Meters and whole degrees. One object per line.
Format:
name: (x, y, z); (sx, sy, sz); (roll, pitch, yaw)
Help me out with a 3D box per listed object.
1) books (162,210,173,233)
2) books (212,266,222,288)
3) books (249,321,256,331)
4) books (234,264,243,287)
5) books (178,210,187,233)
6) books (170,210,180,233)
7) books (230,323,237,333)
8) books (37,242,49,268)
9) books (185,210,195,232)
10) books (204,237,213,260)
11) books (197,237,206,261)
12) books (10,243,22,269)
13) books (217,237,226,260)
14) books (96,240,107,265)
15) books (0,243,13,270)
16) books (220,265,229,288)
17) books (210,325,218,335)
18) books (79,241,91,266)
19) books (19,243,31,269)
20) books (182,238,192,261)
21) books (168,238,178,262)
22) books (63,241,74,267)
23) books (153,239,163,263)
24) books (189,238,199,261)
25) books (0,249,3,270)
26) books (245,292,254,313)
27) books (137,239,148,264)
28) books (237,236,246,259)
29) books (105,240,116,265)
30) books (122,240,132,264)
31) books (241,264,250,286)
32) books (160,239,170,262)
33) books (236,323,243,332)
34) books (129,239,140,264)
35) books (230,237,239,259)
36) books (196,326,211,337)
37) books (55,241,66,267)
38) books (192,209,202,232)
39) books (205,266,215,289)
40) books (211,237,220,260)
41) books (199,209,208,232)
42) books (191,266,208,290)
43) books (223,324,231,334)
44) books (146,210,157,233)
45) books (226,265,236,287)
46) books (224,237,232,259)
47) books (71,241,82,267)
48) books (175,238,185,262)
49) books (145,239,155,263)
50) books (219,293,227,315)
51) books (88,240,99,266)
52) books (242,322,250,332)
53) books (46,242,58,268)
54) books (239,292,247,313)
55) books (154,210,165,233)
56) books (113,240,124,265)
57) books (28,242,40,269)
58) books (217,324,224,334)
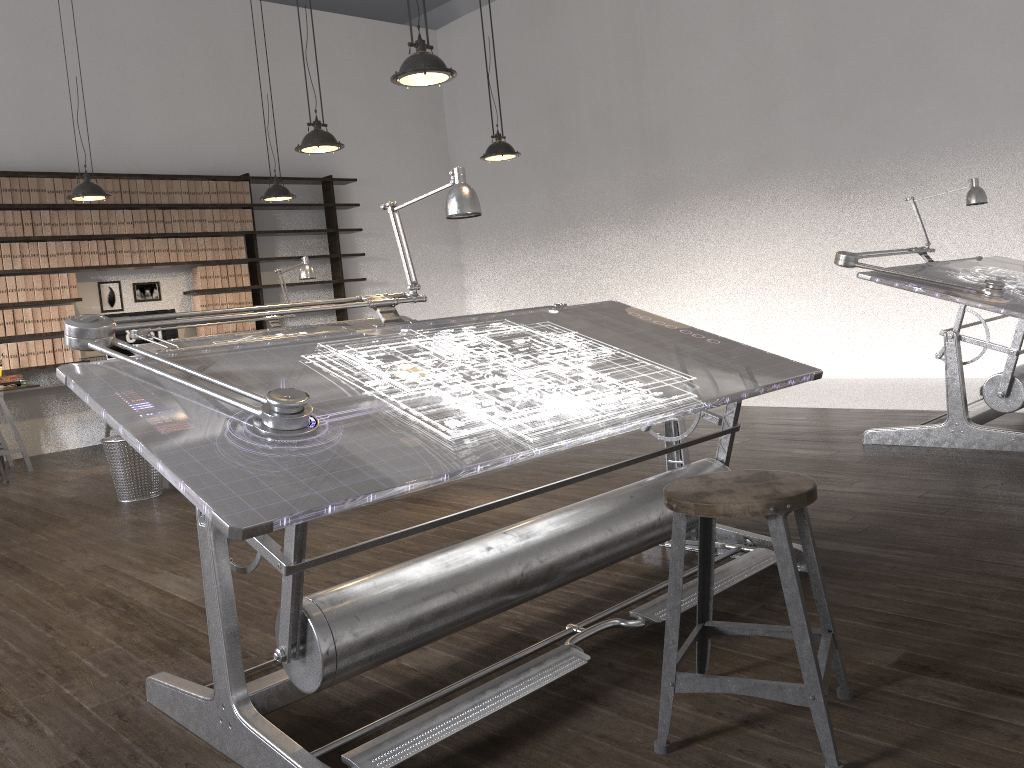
books: (-3.281, -1.521, 8.361); (0.067, 0.225, 0.174); (-8, 4, -43)
books: (-2.918, -1.038, 8.668); (0.067, 0.225, 0.174); (-8, 4, -43)
books: (-2.640, -0.534, 8.900); (0.067, 0.225, 0.174); (-8, 4, -43)
books: (-2.762, -1.069, 8.822); (0.067, 0.225, 0.174); (-8, 4, -43)
books: (-3.178, -1.541, 8.457); (0.067, 0.225, 0.174); (-8, 4, -43)
books: (-3.226, -1.531, 8.406); (0.067, 0.225, 0.174); (-8, 4, -43)
books: (-2.790, -0.505, 8.761); (0.067, 0.225, 0.174); (-8, 4, -43)
books: (-4.052, -1.099, 7.613); (0.067, 0.225, 0.174); (-8, 4, -43)
books: (-3.126, -1.551, 8.505); (0.067, 0.225, 0.174); (-8, 4, -43)
books: (-2.986, -1.306, 8.620); (0.067, 0.225, 0.174); (-8, 4, -43)
books: (-3.037, -1.296, 8.569); (0.067, 0.225, 0.174); (-8, 4, -43)
books: (-4.205, -1.070, 7.472); (0.067, 0.225, 0.174); (-8, 4, -43)
books: (-2.890, -1.324, 8.706); (0.067, 0.225, 0.174); (-8, 4, -43)
books: (-3.706, -1.167, 7.946); (0.067, 0.225, 0.174); (-8, 4, -43)
books: (-4.255, -1.059, 7.420); (0.067, 0.225, 0.174); (-8, 4, -43)
books: (-2.870, -1.048, 8.720); (0.067, 0.225, 0.174); (-8, 4, -43)
books: (-2.931, -0.477, 8.626); (0.067, 0.225, 0.174); (-8, 4, -43)
books: (-3.809, -1.147, 7.849); (0.067, 0.225, 0.174); (-8, 4, -43)
books: (-4.157, -1.079, 7.522); (0.067, 0.225, 0.174); (-8, 4, -43)
books: (-3.142, -1.276, 8.478); (0.067, 0.225, 0.174); (-8, 4, -43)
books: (-3.240, -1.256, 8.376); (0.067, 0.225, 0.174); (-8, 4, -43)
books: (-3.905, -1.127, 7.750); (0.067, 0.225, 0.174); (-8, 4, -43)
books: (-3.342, -1.237, 8.287); (0.067, 0.225, 0.174); (-8, 4, -43)
books: (-3.091, -1.286, 8.524); (0.067, 0.225, 0.174); (-8, 4, -43)
books: (-4.307, -1.049, 7.370); (0.067, 0.225, 0.174); (-8, 4, -43)
books: (-2.674, -0.808, 8.890); (0.067, 0.225, 0.174); (-8, 4, -43)
books: (-3.448, -1.217, 8.190); (0.067, 0.225, 0.174); (-8, 4, -43)
books: (-2.740, -1.353, 8.850); (0.067, 0.225, 0.174); (-8, 4, -43)
books: (-3.648, -1.177, 7.993); (0.067, 0.225, 0.174); (-8, 4, -43)
books: (-3.546, -1.197, 8.088); (0.067, 0.225, 0.174); (-8, 4, -43)
books: (-2.706, -1.080, 8.872); (0.067, 0.225, 0.174); (-8, 4, -43)
books: (-3.293, -1.246, 8.327); (0.067, 0.225, 0.174); (-8, 4, -43)
books: (-2.741, -0.515, 8.812); (0.067, 0.225, 0.174); (-8, 4, -43)
books: (-3.496, -1.207, 8.140); (0.067, 0.225, 0.174); (-8, 4, -43)
books: (-2.794, -1.343, 8.805); (0.067, 0.225, 0.174); (-8, 4, -43)
books: (-2.984, -0.468, 8.585); (0.067, 0.225, 0.174); (-8, 4, -43)
books: (-3.956, -1.118, 7.708); (0.067, 0.225, 0.174); (-8, 4, -43)
books: (-3.074, -1.560, 8.547); (0.067, 0.225, 0.174); (-8, 4, -43)
books: (-2.972, -1.028, 8.623); (0.067, 0.225, 0.174); (-8, 4, -43)
books: (-2.942, -1.315, 8.664); (0.067, 0.225, 0.174); (-8, 4, -43)
books: (-3.028, -1.570, 8.596); (0.067, 0.225, 0.174); (-8, 4, -43)
books: (-3.024, -1.018, 8.575); (0.067, 0.225, 0.174); (-8, 4, -43)
books: (-2.839, -0.495, 8.717); (0.067, 0.225, 0.174); (-8, 4, -43)
books: (-3.389, -1.500, 8.259); (0.067, 0.225, 0.174); (-8, 4, -43)
books: (-2.812, -1.059, 8.767); (0.067, 0.225, 0.174); (-8, 4, -43)
books: (-2.845, -1.333, 8.757); (0.067, 0.225, 0.174); (-8, 4, -43)
books: (-3.860, -1.137, 7.801); (0.067, 0.225, 0.174); (-8, 4, -43)
books: (-3.190, -1.266, 8.428); (0.067, 0.225, 0.174); (-8, 4, -43)
books: (-3.396, -1.226, 8.236); (0.067, 0.225, 0.174); (-8, 4, -43)
books: (-2.869, -0.770, 8.702); (0.067, 0.225, 0.174); (-8, 4, -43)
books: (-3.754, -1.157, 7.894); (0.067, 0.225, 0.174); (-8, 4, -43)
books: (-2.692, -0.524, 8.861); (0.067, 0.225, 0.174); (-8, 4, -43)
books: (-4.001, -1.109, 7.664); (0.067, 0.225, 0.174); (-8, 4, -43)
books: (-2.724, -0.798, 8.841); (0.067, 0.225, 0.174); (-8, 4, -43)
books: (-3.331, -1.510, 8.305); (0.067, 0.225, 0.174); (-8, 4, -43)
books: (-3.598, -1.187, 8.048); (0.067, 0.225, 0.174); (-8, 4, -43)
books: (-4.105, -1.089, 7.568); (0.067, 0.225, 0.174); (-8, 4, -43)
books: (-2.886, -0.487, 8.675); (0.067, 0.225, 0.174); (-8, 4, -43)
